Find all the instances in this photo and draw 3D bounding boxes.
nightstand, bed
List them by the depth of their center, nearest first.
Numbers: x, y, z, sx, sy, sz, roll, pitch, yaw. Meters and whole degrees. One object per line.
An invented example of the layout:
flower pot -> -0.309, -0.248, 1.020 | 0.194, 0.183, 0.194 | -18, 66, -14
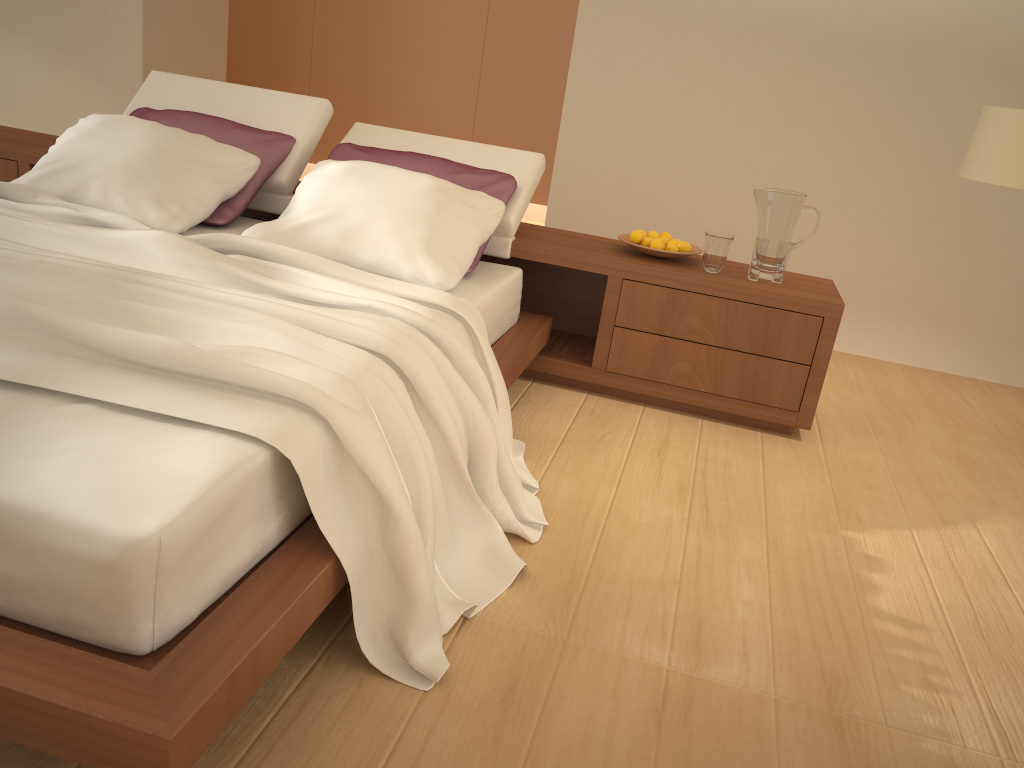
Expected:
bed -> -1.111, -0.141, 2.521 | 2.599, 0.570, 2.535 | 12, 20, 11
nightstand -> -0.822, -0.549, 3.848 | 4.220, 0.539, 0.493 | 12, 20, 11

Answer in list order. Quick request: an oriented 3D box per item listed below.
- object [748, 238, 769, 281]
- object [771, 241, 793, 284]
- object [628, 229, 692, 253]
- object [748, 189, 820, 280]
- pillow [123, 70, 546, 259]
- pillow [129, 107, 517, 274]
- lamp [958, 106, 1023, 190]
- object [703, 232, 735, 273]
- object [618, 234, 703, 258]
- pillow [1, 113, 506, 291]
object -> 0.917, -0.463, 3.309 | 0.052, 0.154, 0.052 | 19, 22, 28
object -> 1.013, -0.457, 3.333 | 0.052, 0.154, 0.052 | 19, 22, 28
object -> 0.570, -0.561, 3.509 | 0.259, 0.084, 0.230 | 2, 20, -18
object -> 1.017, -0.570, 3.392 | 0.227, 0.328, 0.159 | 2, 20, -19
pillow -> -0.778, -0.930, 3.655 | 1.779, 0.457, 0.461 | 12, 19, 10
pillow -> -0.859, -0.766, 3.373 | 1.683, 0.369, 0.575 | 12, 20, 11
lamp -> 1.818, -1.733, 2.398 | 0.451, 2.399, 0.451 | 12, 19, 9
object -> 0.769, -0.492, 3.345 | 0.110, 0.141, 0.110 | -5, 23, -34
object -> 0.584, -0.534, 3.520 | 0.337, 0.053, 0.337 | 17, 21, 23
pillow -> -0.919, -0.673, 3.126 | 1.720, 0.339, 0.561 | 12, 20, 11
